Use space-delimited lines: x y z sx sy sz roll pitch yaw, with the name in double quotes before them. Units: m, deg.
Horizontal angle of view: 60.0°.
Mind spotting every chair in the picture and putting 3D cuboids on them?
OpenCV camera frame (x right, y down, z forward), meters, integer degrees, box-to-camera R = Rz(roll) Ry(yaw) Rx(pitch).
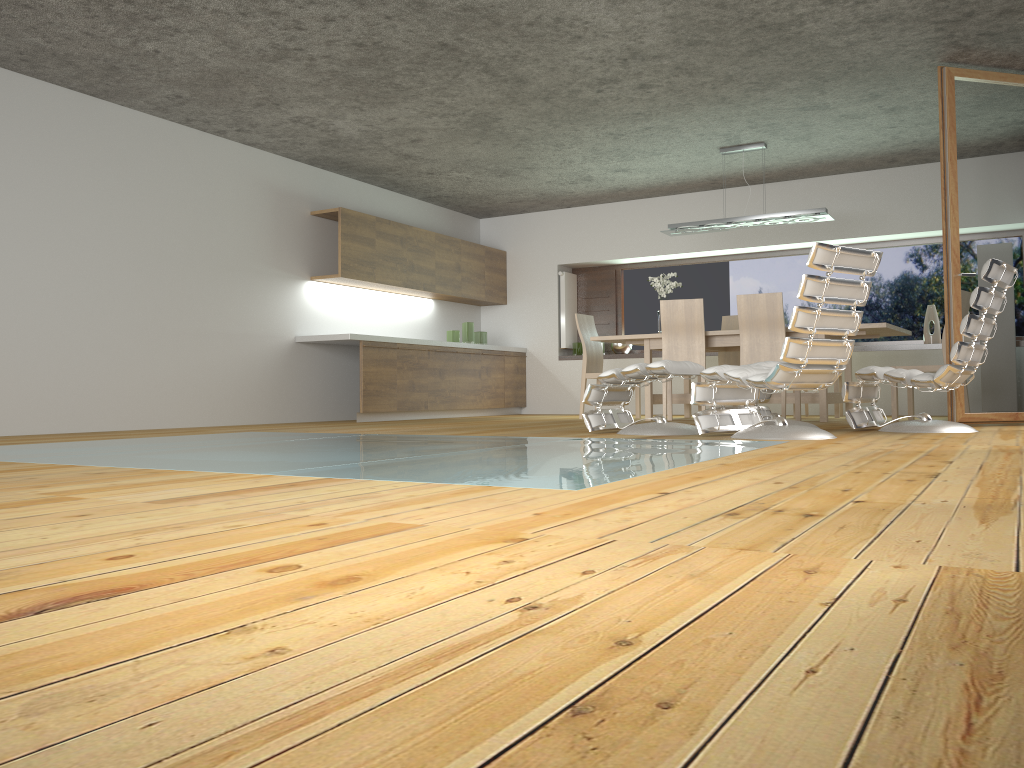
"chair" 2.123 -0.184 8.694 0.404 1.018 0.506 -2 -3 41
"chair" 2.065 -0.201 7.157 0.404 1.018 0.506 -2 -2 29
"chair" 1.486 -0.191 7.554 0.404 1.018 0.506 -1 -2 19
"chair" 2.915 -0.195 8.404 0.404 1.018 0.506 -2 -2 28
"chair" 0.919 -0.174 8.537 0.506 1.018 0.404 -2 -2 33
"chair" 3.341 -0.214 7.050 0.506 1.018 0.404 -2 -3 43
"chair" 2.509 -0.202 5.335 0.913 0.970 0.569 -2 -2 40
"chair" 1.462 -0.199 4.760 0.569 0.970 0.913 1 -2 -35

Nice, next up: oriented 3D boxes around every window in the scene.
"window" 3.135 -0.915 9.600 4.185 0.979 0.012 -1 -2 30

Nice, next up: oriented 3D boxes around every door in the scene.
"door" 3.348 -0.942 6.044 0.935 2.421 0.162 0 -2 -15

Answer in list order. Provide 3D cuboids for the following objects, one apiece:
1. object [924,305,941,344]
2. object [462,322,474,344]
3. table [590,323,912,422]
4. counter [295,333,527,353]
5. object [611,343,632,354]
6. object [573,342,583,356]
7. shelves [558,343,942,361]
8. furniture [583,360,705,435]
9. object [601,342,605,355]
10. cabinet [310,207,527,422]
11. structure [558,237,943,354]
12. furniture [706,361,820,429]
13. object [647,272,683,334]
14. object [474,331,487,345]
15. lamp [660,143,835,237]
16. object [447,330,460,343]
"object" 4.114 -0.580 8.686 0.153 0.385 0.153 -2 -2 26
"object" -0.494 -0.565 9.999 0.099 0.259 0.099 1 -3 -36
"table" 2.086 -0.063 7.824 2.499 0.756 1.199 -1 -1 33
"counter" -0.916 -0.412 9.500 0.652 0.054 3.283 -1 -1 30
"object" 1.278 -0.410 10.347 0.247 0.137 0.247 0 -1 -25
"object" 0.797 -0.415 10.601 0.112 0.160 0.111 0 -2 -21
"shelves" 2.767 -0.338 9.517 4.869 0.054 0.403 -1 -1 30
"furniture" 0.852 0.079 5.408 0.685 0.440 0.569 -1 -2 36
"object" 1.040 -0.418 10.544 0.111 0.160 0.112 -1 -2 14
"cabinet" -0.870 -0.641 9.592 0.656 2.006 3.090 -2 -2 30
"structure" 2.772 -0.882 9.559 4.873 1.155 0.525 -1 -2 30
"furniture" 1.671 0.076 5.760 0.569 0.440 0.685 0 -1 -25
"object" 1.433 -0.736 8.256 0.304 0.608 0.302 -2 -2 33
"object" -0.358 -0.517 10.139 0.111 0.160 0.112 1 -2 -36
"lamp" 2.087 -1.774 7.973 1.490 0.720 0.290 -1 -2 30
"object" -0.656 -0.516 9.914 0.112 0.160 0.111 1 -2 -36
